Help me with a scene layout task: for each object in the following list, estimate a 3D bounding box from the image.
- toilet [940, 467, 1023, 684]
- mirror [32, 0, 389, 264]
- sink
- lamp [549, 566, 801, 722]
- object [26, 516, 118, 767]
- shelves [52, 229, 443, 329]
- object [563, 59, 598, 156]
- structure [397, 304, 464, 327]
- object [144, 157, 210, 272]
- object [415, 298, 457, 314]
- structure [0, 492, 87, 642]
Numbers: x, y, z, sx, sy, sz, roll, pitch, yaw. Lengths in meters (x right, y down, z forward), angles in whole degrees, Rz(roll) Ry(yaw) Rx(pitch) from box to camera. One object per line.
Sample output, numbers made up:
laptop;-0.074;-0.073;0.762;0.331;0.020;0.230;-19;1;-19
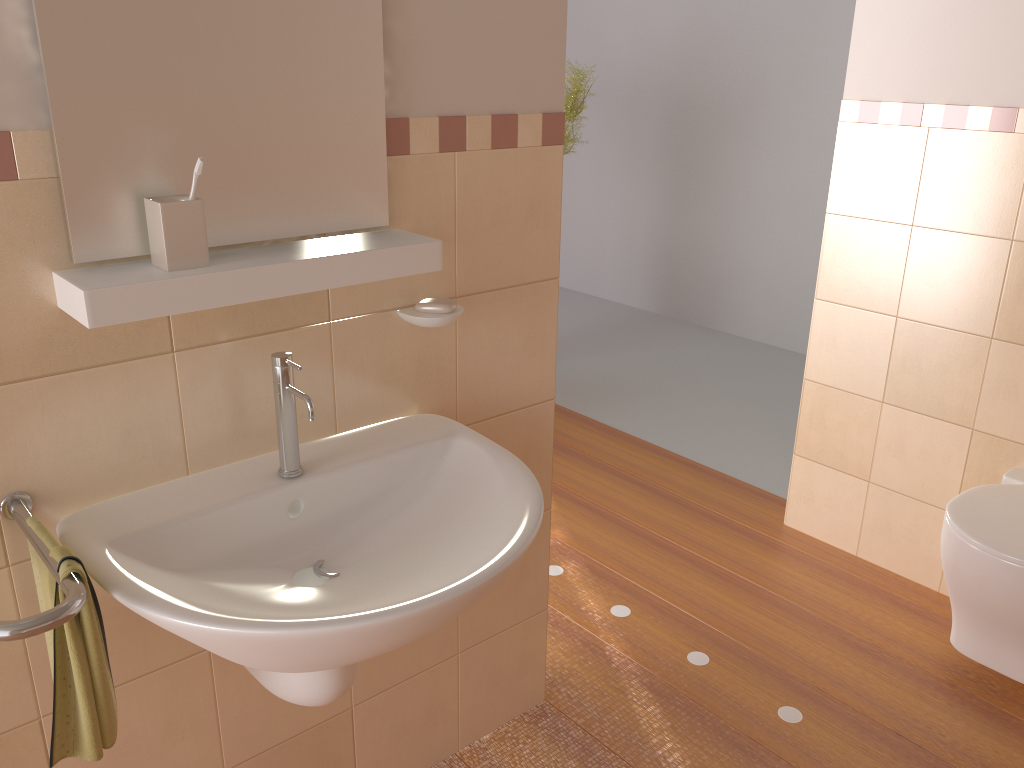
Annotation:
toilet;1.284;0.504;2.204;0.534;0.400;0.375;-16;26;-38
mirror;-0.396;-0.590;1.216;0.502;0.799;0.008;-16;26;-38
sink;-0.244;0.243;1.318;0.683;0.516;0.539;-16;26;-38
lamp;-0.521;1.131;1.215;3.173;0.001;2.893;-16;26;-38
object;-0.584;0.335;1.176;0.085;0.306;0.181;-8;22;-23
shelves;-0.368;-0.170;1.328;0.554;0.050;0.138;-16;26;-38
object;0.099;-0.854;4.409;0.683;1.557;1.335;-2;20;-8
structure;-0.136;-0.118;1.592;0.117;0.029;0.092;-16;26;-38
object;-0.457;-0.234;1.212;0.063;0.149;0.073;-16;26;-38
object;-0.136;-0.139;1.586;0.075;0.023;0.050;6;21;13
structure;-0.628;0.226;1.099;0.142;0.042;0.333;-16;26;-38
